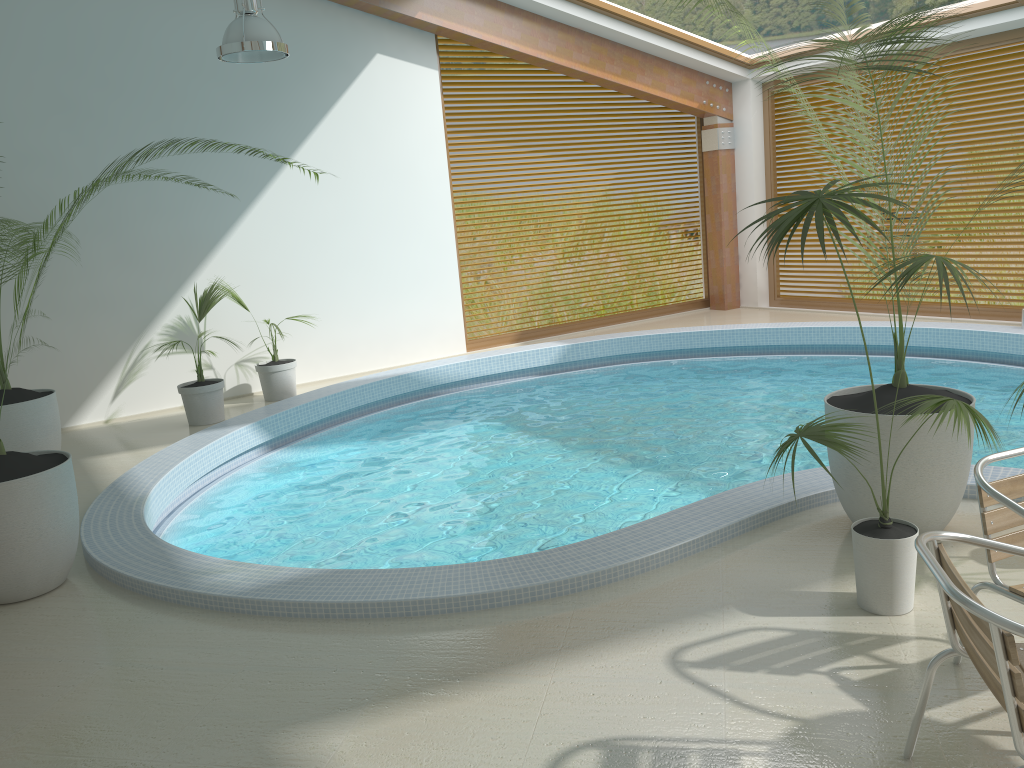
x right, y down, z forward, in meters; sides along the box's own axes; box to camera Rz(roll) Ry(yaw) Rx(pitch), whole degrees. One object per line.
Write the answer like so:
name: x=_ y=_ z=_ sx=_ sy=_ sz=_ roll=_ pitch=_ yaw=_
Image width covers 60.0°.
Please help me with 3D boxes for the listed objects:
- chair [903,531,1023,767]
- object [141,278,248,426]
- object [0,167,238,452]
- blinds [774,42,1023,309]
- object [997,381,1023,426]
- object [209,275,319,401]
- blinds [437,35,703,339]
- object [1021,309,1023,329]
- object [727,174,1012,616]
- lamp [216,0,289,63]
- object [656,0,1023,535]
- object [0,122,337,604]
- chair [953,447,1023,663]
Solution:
chair: x=1.358 y=0.789 z=2.253 sx=0.563 sy=0.727 sz=0.618 roll=-3 pitch=12 yaw=11
object: x=-2.799 y=-0.298 z=8.085 sx=0.822 sy=1.310 sz=1.067 roll=-4 pitch=11 yaw=8
object: x=-3.765 y=-0.752 z=6.559 sx=2.979 sy=2.960 sz=2.729 roll=4 pitch=14 yaw=38
blinds: x=4.755 y=-2.339 z=10.622 sx=0.095 sy=2.921 sz=4.200 roll=-12 pitch=13 yaw=-31
object: x=2.622 y=-0.095 z=3.647 sx=1.059 sy=1.695 sz=0.791 roll=6 pitch=16 yaw=45
object: x=-2.396 y=-0.485 z=8.831 sx=1.067 sy=1.310 sz=0.822 roll=-9 pitch=12 yaw=-19
blinds: x=0.838 y=-2.788 z=11.776 sx=4.500 sy=4.025 sz=0.099 roll=-12 pitch=13 yaw=-31
object: x=5.037 y=-0.640 z=8.649 sx=0.115 sy=0.204 sz=0.115 roll=-3 pitch=11 yaw=9
object: x=1.374 y=0.080 z=3.343 sx=1.059 sy=1.695 sz=0.791 roll=-4 pitch=11 yaw=4
lamp: x=-1.950 y=-3.314 z=6.205 sx=0.506 sy=1.958 sz=0.505 roll=-12 pitch=13 yaw=-31
object: x=1.884 y=-0.734 z=3.911 sx=2.979 sy=2.960 sz=2.729 roll=-8 pitch=12 yaw=-14
object: x=-2.656 y=-0.433 z=4.467 sx=2.979 sy=2.960 sz=2.729 roll=0 pitch=12 yaw=23
chair: x=1.870 y=0.617 z=2.875 sx=0.618 sy=0.727 sz=0.563 roll=-9 pitch=12 yaw=-19
